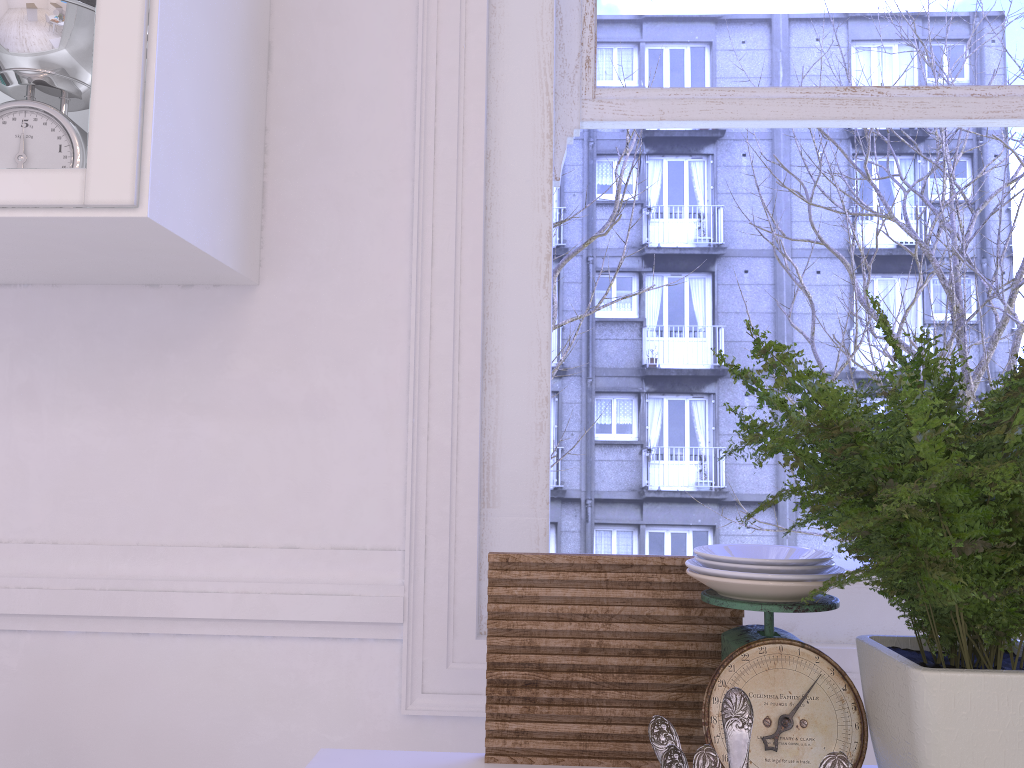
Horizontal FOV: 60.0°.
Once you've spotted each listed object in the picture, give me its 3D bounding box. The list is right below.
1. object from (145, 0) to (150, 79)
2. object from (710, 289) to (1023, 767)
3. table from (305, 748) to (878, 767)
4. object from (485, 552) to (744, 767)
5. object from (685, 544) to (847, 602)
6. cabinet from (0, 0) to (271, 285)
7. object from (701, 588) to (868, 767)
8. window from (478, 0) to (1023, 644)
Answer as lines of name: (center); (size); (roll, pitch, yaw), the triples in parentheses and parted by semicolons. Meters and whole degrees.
object: (-0.811, -0.830, 1.292); (0.811, 0.651, 0.376); (1, -5, 3)
object: (0.409, 0.155, 0.805); (0.438, 0.527, 0.368); (1, -5, 3)
table: (0.505, 0.715, 0.625); (1.514, 0.619, 0.736); (1, -5, 3)
object: (0.118, 0.318, 1.028); (0.294, 0.237, 0.028); (1, -5, 3)
object: (0.266, 0.199, 0.935); (0.163, 0.047, 0.164); (5, -7, -37)
cabinet: (-0.811, -0.832, 1.271); (0.823, 1.311, 0.425); (1, -5, 3)
object: (0.268, 0.324, 0.913); (0.159, 0.208, 0.185); (1, -5, 3)
window: (0.580, -0.485, 1.511); (1.234, 1.782, 0.181); (1, -5, 3)
